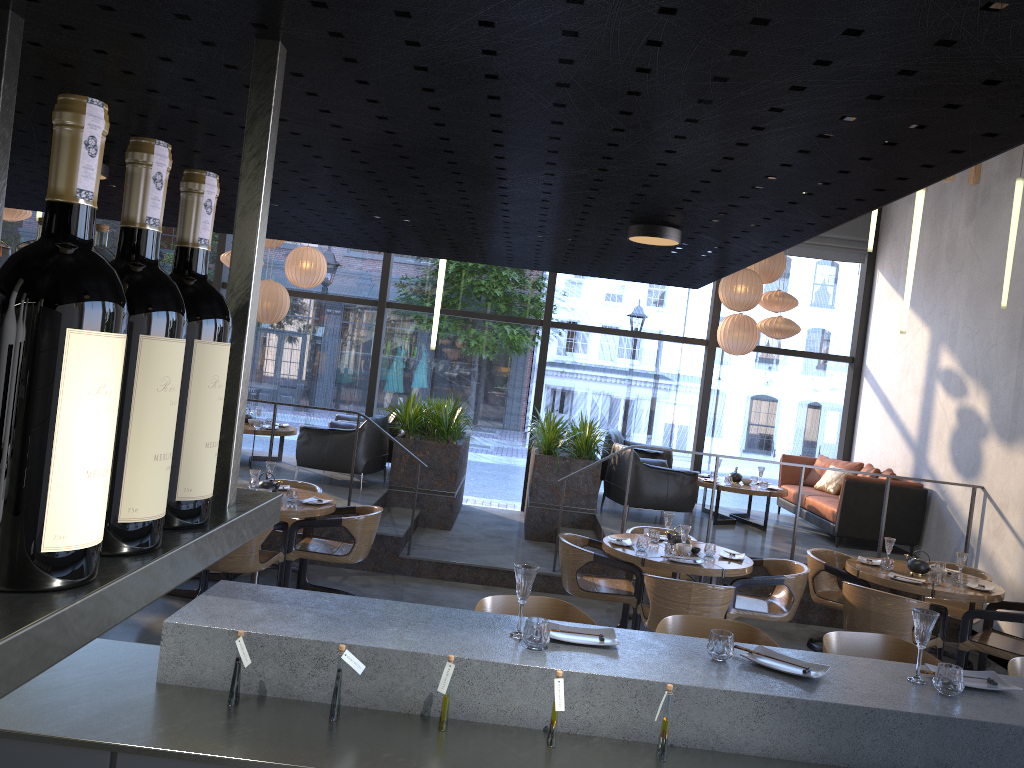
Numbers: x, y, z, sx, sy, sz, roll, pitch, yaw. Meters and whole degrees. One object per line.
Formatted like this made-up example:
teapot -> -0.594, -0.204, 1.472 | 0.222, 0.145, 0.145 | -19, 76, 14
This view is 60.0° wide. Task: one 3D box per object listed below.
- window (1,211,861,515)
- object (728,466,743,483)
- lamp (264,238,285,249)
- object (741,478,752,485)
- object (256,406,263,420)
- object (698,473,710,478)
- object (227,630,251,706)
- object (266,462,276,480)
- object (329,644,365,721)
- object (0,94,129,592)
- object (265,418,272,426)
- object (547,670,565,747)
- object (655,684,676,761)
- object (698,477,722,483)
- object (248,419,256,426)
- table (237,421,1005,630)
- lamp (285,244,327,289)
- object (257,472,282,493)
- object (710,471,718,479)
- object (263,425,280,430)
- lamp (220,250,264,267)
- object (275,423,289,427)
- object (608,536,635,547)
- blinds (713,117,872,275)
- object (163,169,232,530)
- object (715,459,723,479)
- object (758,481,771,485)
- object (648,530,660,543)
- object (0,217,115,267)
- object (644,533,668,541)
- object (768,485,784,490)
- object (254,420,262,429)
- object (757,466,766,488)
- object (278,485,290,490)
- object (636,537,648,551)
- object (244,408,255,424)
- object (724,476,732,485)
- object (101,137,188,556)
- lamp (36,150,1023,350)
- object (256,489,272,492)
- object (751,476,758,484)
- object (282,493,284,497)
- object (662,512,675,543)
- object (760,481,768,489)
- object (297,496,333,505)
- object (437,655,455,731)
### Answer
window -> -1.661, -1.295, 4.758 | 12.739, 5.897, 12.900 | 7, 1, 0
object -> 2.489, 1.006, 9.877 | 0.163, 0.179, 0.168 | 6, 1, -34
lamp -> -2.598, -2.685, 9.829 | 0.465, 2.374, 0.465 | 7, 1, 24
object -> 2.585, 1.077, 9.772 | 0.116, 0.065, 0.116 | 7, 1, 30
object -> -2.757, 0.361, 9.643 | 0.082, 0.227, 0.082 | 8, 2, 43
object -> 2.217, 1.047, 10.104 | 0.170, 0.025, 0.294 | 8, 1, 36
object -> -0.761, 0.795, 2.471 | 0.040, 0.203, 0.100 | 6, 1, -28
object -> -1.909, 0.728, 6.976 | 0.082, 0.227, 0.082 | 8, 1, 33
object -> -0.467, 0.830, 2.489 | 0.096, 0.203, 0.048 | 6, 2, -45
object -> -0.359, -0.035, 0.698 | 0.101, 0.378, 0.100 | 7, 1, -6
object -> -2.735, 0.428, 9.976 | 0.086, 0.086, 0.086 | 7, 1, 5
object -> 0.122, 0.901, 2.464 | 0.029, 0.203, 0.077 | 7, 1, -9
object -> 0.422, 0.937, 2.458 | 0.042, 0.203, 0.076 | 8, 1, 34
object -> 2.159, 1.050, 9.618 | 0.170, 0.025, 0.294 | 6, 1, -19
object -> -2.863, 0.427, 9.815 | 0.116, 0.065, 0.116 | 7, 1, 30
table -> -1.665, 1.143, 7.018 | 10.659, 0.968, 6.876 | 7, 1, 1
lamp -> -1.165, -2.458, 6.978 | 0.468, 3.124, 6.999 | 6, 1, -19
object -> -1.859, 0.763, 6.765 | 0.163, 0.179, 0.168 | 6, 1, -36
object -> 2.258, 1.025, 9.917 | 0.086, 0.086, 0.086 | 8, 1, 38
object -> -2.622, 0.479, 9.656 | 0.170, 0.025, 0.294 | 6, 1, -19
lamp -> -2.876, -2.368, 9.825 | 0.467, 2.271, 0.467 | 6, 1, -36
object -> -2.618, 0.471, 10.086 | 0.170, 0.025, 0.294 | 6, 1, -19
object -> 0.804, 1.163, 6.501 | 0.170, 0.025, 0.294 | 7, 1, -2
blinds -> -4.658, -3.518, 7.639 | 8.760, 2.314, 17.610 | 8, 2, 44
object -> -0.357, -0.039, 0.955 | 0.101, 0.378, 0.100 | 7, 1, -6
object -> 2.321, 0.959, 10.006 | 0.082, 0.227, 0.082 | 6, 1, -18
object -> 2.830, 1.121, 10.042 | 0.170, 0.025, 0.294 | 6, 1, -19
object -> 1.081, 1.161, 6.743 | 0.086, 0.086, 0.086 | 6, 1, -17
object -> -1.427, -0.344, 2.518 | 0.630, 0.274, 0.139 | 7, 1, -1
object -> 1.165, 1.198, 6.913 | 0.294, 0.025, 0.170 | 7, 1, -15
object -> 2.826, 1.129, 9.613 | 0.170, 0.025, 0.294 | 6, 1, -19
object -> -2.739, 0.436, 9.564 | 0.086, 0.086, 0.086 | 7, 1, 5
object -> 2.690, 1.011, 9.600 | 0.082, 0.227, 0.082 | 8, 2, 43
object -> -1.933, 0.825, 7.111 | 0.294, 0.025, 0.170 | 7, 1, -15
object -> 0.935, 1.150, 6.364 | 0.086, 0.086, 0.086 | 7, 1, 26
object -> -2.958, 0.356, 9.920 | 0.163, 0.179, 0.168 | 6, 1, -34
object -> 2.324, 1.040, 9.523 | 0.086, 0.086, 0.086 | 7, 1, 5
object -> -0.358, -0.037, 0.825 | 0.101, 0.378, 0.100 | 7, 1, -6
lamp -> -0.029, -5.243, 2.735 | 8.975, 10.231, 8.774 | 7, 1, -1
object -> -1.854, 0.824, 6.621 | 0.116, 0.065, 0.116 | 6, 1, -38
object -> 2.713, 1.078, 9.933 | 0.086, 0.086, 0.086 | 7, 1, 5
object -> -1.761, 0.846, 6.676 | 0.080, 0.042, 0.080 | 7, 1, 24
object -> 1.189, 1.101, 6.777 | 0.082, 0.227, 0.082 | 7, 1, 21
object -> 2.709, 1.086, 9.520 | 0.086, 0.086, 0.086 | 7, 1, 5
object -> -1.495, 0.886, 6.675 | 0.170, 0.025, 0.294 | 7, 1, 20
object -> -0.182, 0.864, 2.494 | 0.038, 0.203, 0.057 | 7, 1, 25
